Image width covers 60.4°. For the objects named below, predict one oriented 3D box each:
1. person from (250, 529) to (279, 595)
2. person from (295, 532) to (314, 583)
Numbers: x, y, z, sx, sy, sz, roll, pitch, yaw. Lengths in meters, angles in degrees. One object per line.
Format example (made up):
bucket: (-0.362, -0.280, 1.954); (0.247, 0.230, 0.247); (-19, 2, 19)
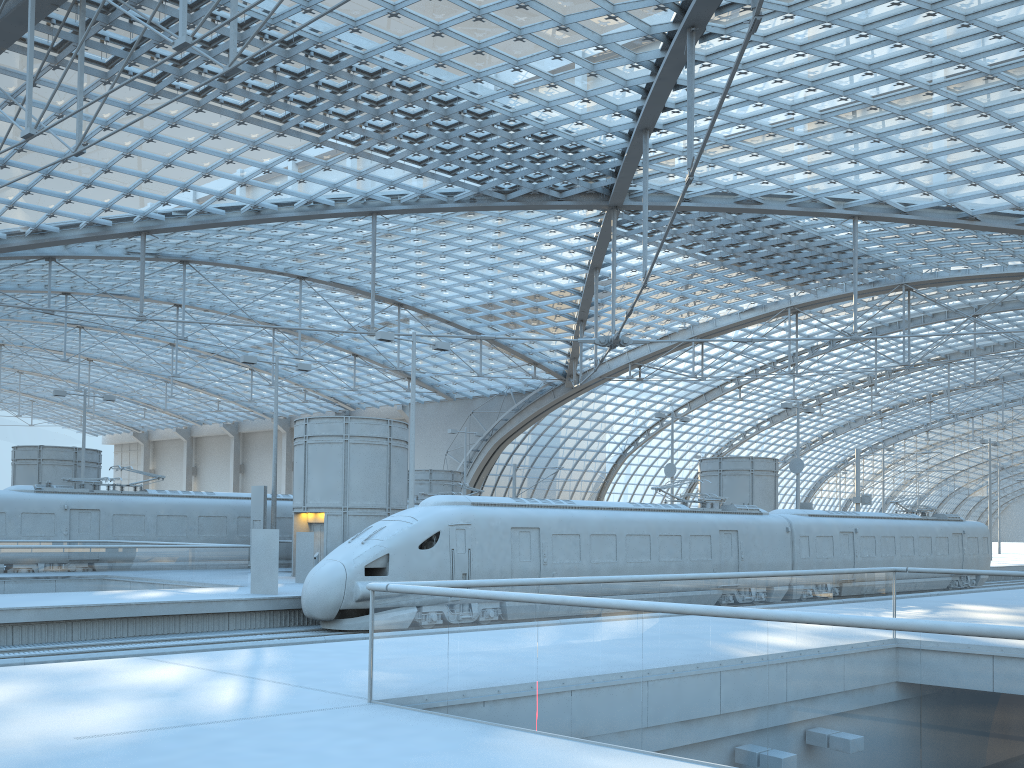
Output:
person: (-6.301, 4.555, 22.427); (0.876, 1.699, 0.001); (-1, -2, 24)
person: (-6.357, 5.348, 26.963); (0.711, 1.606, 0.001); (-1, -2, 29)
